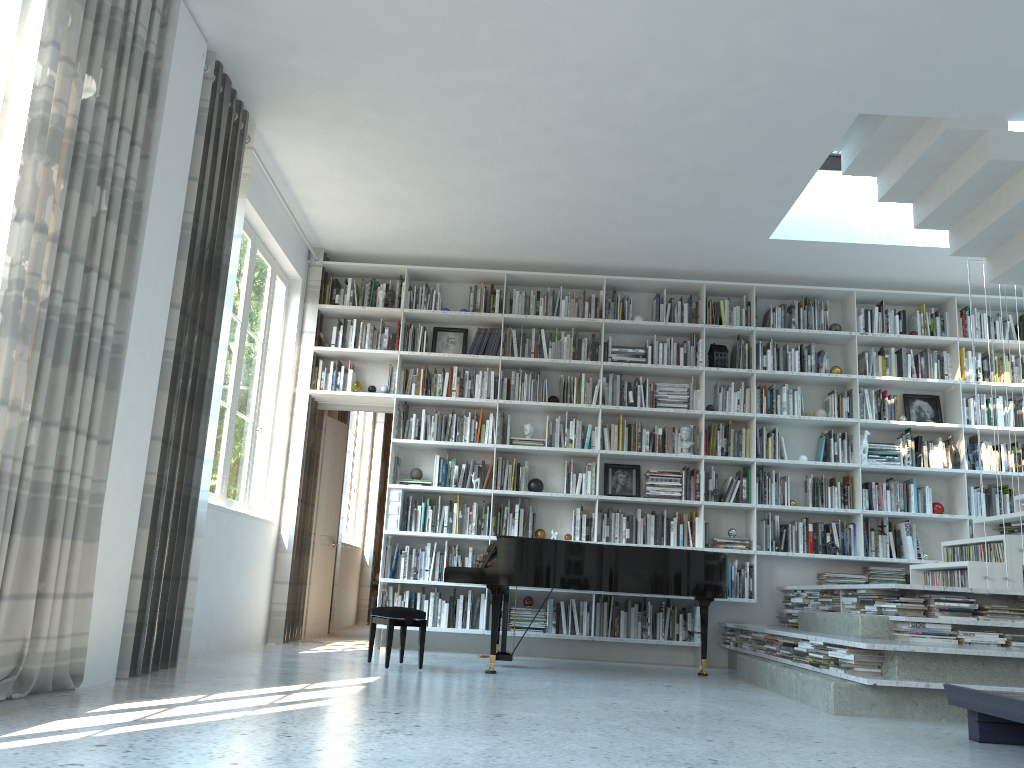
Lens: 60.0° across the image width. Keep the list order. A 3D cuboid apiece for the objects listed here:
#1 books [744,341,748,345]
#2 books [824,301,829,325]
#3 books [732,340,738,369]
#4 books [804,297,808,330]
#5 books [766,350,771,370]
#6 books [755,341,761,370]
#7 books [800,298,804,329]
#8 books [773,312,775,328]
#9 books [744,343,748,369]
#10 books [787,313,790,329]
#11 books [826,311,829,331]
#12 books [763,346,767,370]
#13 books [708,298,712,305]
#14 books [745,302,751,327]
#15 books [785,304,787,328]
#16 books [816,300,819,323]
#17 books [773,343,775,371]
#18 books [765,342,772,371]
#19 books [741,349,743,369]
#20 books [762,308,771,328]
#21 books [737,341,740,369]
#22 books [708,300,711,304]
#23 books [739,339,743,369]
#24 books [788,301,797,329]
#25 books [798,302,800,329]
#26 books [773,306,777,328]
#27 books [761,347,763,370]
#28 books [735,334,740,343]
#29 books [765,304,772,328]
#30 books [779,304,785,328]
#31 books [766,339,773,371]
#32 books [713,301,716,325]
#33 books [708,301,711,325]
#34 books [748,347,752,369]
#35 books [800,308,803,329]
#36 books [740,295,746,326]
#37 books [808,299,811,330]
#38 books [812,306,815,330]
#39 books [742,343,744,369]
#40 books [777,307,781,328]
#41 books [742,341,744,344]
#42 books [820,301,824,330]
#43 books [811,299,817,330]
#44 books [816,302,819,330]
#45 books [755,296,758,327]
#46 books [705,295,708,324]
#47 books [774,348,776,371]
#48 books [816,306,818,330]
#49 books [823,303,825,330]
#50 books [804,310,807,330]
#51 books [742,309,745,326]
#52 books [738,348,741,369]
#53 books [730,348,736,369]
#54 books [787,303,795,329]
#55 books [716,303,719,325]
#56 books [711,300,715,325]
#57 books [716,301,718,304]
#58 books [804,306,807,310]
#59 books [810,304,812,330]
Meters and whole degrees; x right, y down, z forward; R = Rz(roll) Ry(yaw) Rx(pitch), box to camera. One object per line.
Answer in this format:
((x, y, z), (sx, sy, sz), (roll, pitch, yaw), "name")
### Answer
((1.989, -0.211, 7.533), (0.005, 0.291, 0.131), (3, -13, 1), "books")
((2.678, -0.542, 7.585), (0.006, 0.305, 0.164), (3, -13, 1), "books")
((1.880, -0.215, 7.497), (0.021, 0.271, 0.191), (3, -13, 1), "books")
((2.500, -0.562, 7.593), (0.007, 0.328, 0.184), (3, -13, 1), "books")
((2.149, -0.166, 7.493), (0.026, 0.207, 0.181), (3, -13, 1), "books")
((2.083, -0.205, 7.512), (0.012, 0.284, 0.160), (3, -13, 1), "books")
((2.468, -0.555, 7.593), (0.006, 0.311, 0.179), (3, -13, 1), "books")
((2.224, -0.504, 7.587), (0.009, 0.183, 0.160), (3, -13, 1), "books")
((1.963, -0.199, 7.495), (0.013, 0.247, 0.186), (3, -13, 1), "books")
((2.347, -0.497, 7.605), (0.031, 0.190, 0.132), (3, -13, 1), "books")
((2.665, -0.496, 7.574), (0.014, 0.208, 0.188), (3, -13, 1), "books")
((2.124, -0.181, 7.515), (0.026, 0.242, 0.148), (3, -13, 1), "books")
((1.691, -0.579, 7.607), (0.007, 0.278, 0.150), (3, -13, 1), "books")
((2.003, -0.554, 7.579), (0.029, 0.252, 0.186), (3, -13, 1), "books")
((2.322, -0.534, 7.596), (0.021, 0.256, 0.169), (3, -13, 1), "books")
((2.612, -0.547, 7.616), (0.008, 0.320, 0.134), (3, -13, 1), "books")
((2.194, -0.191, 7.509), (0.010, 0.268, 0.166), (3, -13, 1), "books")
((2.170, -0.198, 7.517), (0.011, 0.282, 0.173), (3, -13, 1), "books")
((1.931, -0.176, 7.515), (0.013, 0.210, 0.140), (3, -13, 1), "books")
((2.165, -0.521, 7.576), (0.046, 0.206, 0.183), (3, -13, 1), "books")
((1.896, -0.211, 7.510), (0.022, 0.271, 0.182), (3, -13, 1), "books")
((1.684, -0.572, 7.594), (0.006, 0.259, 0.166), (3, -13, 1), "books")
((1.920, -0.219, 7.505), (0.021, 0.287, 0.179), (3, -13, 1), "books")
((2.405, -0.547, 7.598), (0.024, 0.291, 0.168), (3, -13, 1), "books")
((2.442, -0.540, 7.604), (0.007, 0.284, 0.160), (3, -13, 1), "books")
((2.236, -0.529, 7.580), (0.013, 0.229, 0.174), (3, -13, 1), "books")
((2.105, -0.179, 7.521), (0.012, 0.239, 0.139), (3, -13, 1), "books")
((1.906, -0.240, 7.532), (0.025, 0.338, 0.143), (3, -13, 1), "books")
((2.194, -0.537, 7.586), (0.009, 0.243, 0.173), (3, -13, 1), "books")
((2.296, -0.536, 7.594), (0.030, 0.254, 0.161), (3, -13, 1), "books")
((2.183, -0.210, 7.514), (0.014, 0.306, 0.153), (3, -13, 1), "books")
((1.732, -0.569, 7.603), (0.008, 0.261, 0.142), (3, -13, 1), "books")
((1.677, -0.566, 7.577), (0.007, 0.239, 0.192), (3, -13, 1), "books")
((1.993, -0.180, 7.491), (0.008, 0.213, 0.224), (3, -13, 1), "books")
((2.453, -0.518, 7.579), (0.018, 0.230, 0.160), (3, -13, 1), "books")
((1.984, -0.585, 7.620), (0.012, 0.329, 0.128), (3, -13, 1), "books")
((2.511, -0.551, 7.573), (0.015, 0.298, 0.183), (3, -13, 1), "books")
((2.555, -0.520, 7.590), (0.024, 0.252, 0.150), (3, -13, 1), "books")
((1.941, -0.200, 7.510), (0.005, 0.254, 0.159), (3, -13, 1), "books")
((2.266, -0.523, 7.592), (0.028, 0.225, 0.164), (3, -13, 1), "books")
((1.951, -0.209, 7.541), (0.013, 0.288, 0.132), (3, -13, 1), "books")
((2.628, -0.540, 7.586), (0.013, 0.296, 0.189), (3, -13, 1), "books")
((2.573, -0.548, 7.587), (0.008, 0.306, 0.183), (3, -13, 1), "books")
((2.598, -0.540, 7.597), (0.019, 0.298, 0.137), (3, -13, 1), "books")
((2.067, -0.576, 7.584), (0.019, 0.303, 0.176), (3, -13, 1), "books")
((1.656, -0.592, 7.602), (0.007, 0.297, 0.181), (3, -13, 1), "books")
((2.204, -0.173, 7.514), (0.012, 0.235, 0.166), (3, -13, 1), "books")
((2.582, -0.523, 7.588), (0.014, 0.258, 0.150), (3, -13, 1), "books")
((2.638, -0.532, 7.577), (0.008, 0.278, 0.181), (3, -13, 1), "books")
((2.477, -0.504, 7.565), (0.018, 0.200, 0.189), (3, -13, 1), "books")
((1.963, -0.524, 7.589), (0.022, 0.193, 0.182), (3, -13, 1), "books")
((1.908, -0.180, 7.518), (0.024, 0.216, 0.169), (3, -13, 1), "books")
((1.871, -0.180, 7.522), (0.019, 0.213, 0.156), (3, -13, 1), "books")
((2.378, -0.538, 7.572), (0.028, 0.257, 0.185), (3, -13, 1), "books")
((1.743, -0.558, 7.583), (0.015, 0.233, 0.171), (3, -13, 1), "books")
((1.711, -0.571, 7.596), (0.034, 0.260, 0.158), (3, -13, 1), "books")
((1.755, -0.565, 7.620), (0.007, 0.263, 0.133), (3, -13, 1), "books")
((2.491, -0.524, 7.585), (0.008, 0.250, 0.170), (3, -13, 1), "books")
((2.540, -0.532, 7.593), (0.008, 0.274, 0.163), (3, -13, 1), "books")
